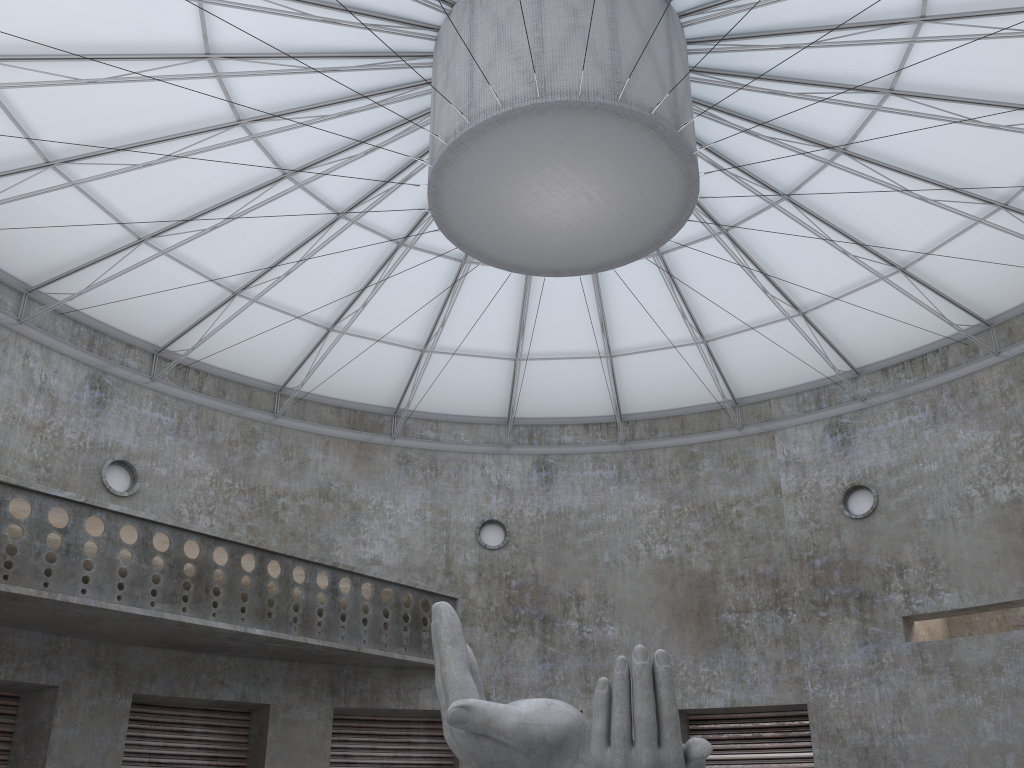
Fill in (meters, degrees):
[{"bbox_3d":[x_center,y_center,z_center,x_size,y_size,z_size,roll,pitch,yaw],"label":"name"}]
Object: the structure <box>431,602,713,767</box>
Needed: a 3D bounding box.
[{"bbox_3d":[2.980,6.258,15.995,10.714,5.602,15.943,1,-25,-3],"label":"structure"}]
